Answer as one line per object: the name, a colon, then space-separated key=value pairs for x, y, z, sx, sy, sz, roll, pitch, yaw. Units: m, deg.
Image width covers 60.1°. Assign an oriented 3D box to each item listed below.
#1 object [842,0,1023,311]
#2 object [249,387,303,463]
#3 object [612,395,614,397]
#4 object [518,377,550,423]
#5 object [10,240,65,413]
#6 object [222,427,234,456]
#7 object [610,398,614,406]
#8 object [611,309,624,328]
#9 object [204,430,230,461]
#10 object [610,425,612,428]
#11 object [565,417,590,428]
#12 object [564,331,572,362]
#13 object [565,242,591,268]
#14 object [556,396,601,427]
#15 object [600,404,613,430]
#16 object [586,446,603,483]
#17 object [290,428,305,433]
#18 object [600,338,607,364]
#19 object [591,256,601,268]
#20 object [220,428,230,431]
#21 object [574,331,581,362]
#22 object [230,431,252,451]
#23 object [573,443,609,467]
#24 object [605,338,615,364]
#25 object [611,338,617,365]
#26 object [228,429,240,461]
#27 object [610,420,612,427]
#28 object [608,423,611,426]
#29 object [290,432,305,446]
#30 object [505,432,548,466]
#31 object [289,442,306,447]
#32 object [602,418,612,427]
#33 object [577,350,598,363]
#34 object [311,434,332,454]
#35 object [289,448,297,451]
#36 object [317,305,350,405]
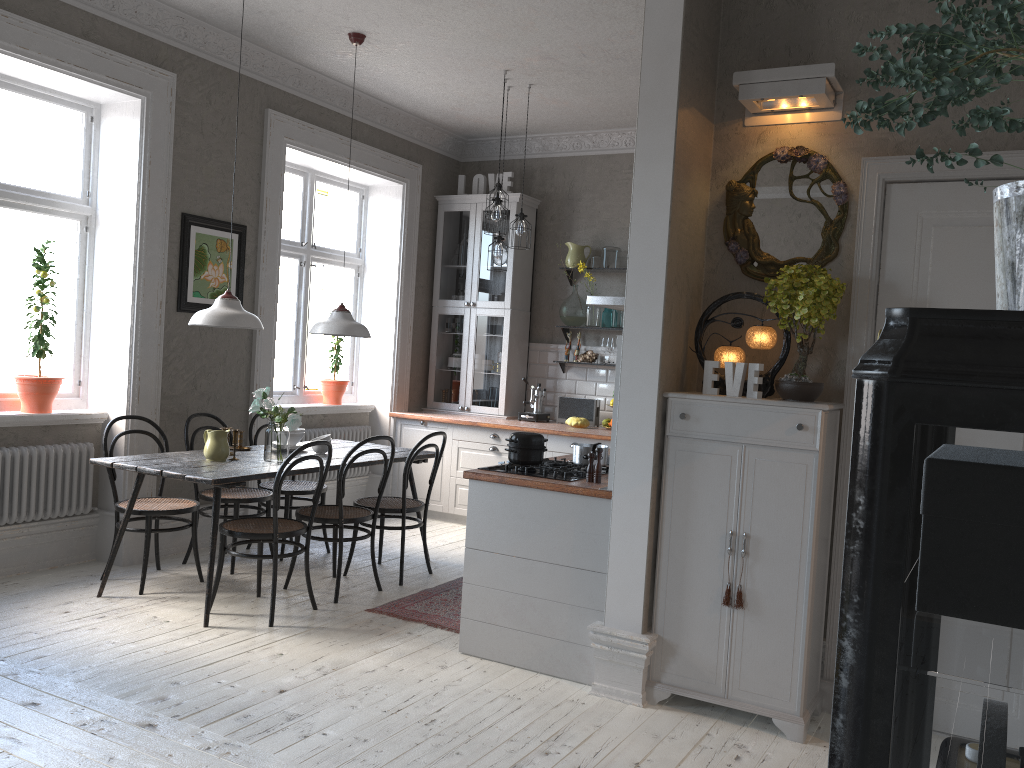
object: x=0.561 y=-0.303 z=0.866 sx=0.407 sy=0.506 sz=0.405 roll=2 pitch=3 yaw=-45
object: x=-1.302 y=0.225 z=4.906 sx=0.306 sy=0.414 sz=0.256 roll=5 pitch=2 yaw=27
object: x=0.896 y=0.106 z=7.054 sx=0.206 sy=0.101 sz=0.068 roll=5 pitch=2 yaw=35
object: x=0.172 y=0.129 z=7.416 sx=0.202 sy=0.370 sz=0.359 roll=5 pitch=2 yaw=29
object: x=-2.683 y=-0.332 z=5.040 sx=0.274 sy=0.991 sz=0.266 roll=3 pitch=2 yaw=-22
object: x=-1.634 y=0.321 z=5.070 sx=0.095 sy=0.172 sz=0.096 roll=4 pitch=2 yaw=10
object: x=0.817 y=0.144 z=7.046 sx=0.080 sy=0.069 sz=0.058 roll=2 pitch=2 yaw=-42
object: x=0.876 y=-0.556 z=7.252 sx=0.127 sy=0.206 sz=0.122 roll=2 pitch=2 yaw=-39
object: x=-1.619 y=0.330 z=4.841 sx=0.151 sy=0.170 sz=0.135 roll=3 pitch=2 yaw=-10
object: x=0.833 y=0.330 z=7.116 sx=0.069 sy=0.076 sz=0.231 roll=4 pitch=2 yaw=12
object: x=0.524 y=0.306 z=7.091 sx=0.193 sy=0.083 sz=0.192 roll=5 pitch=2 yaw=29
object: x=0.479 y=-0.321 z=7.550 sx=0.053 sy=0.264 sz=0.061 roll=4 pitch=2 yaw=0
object: x=0.544 y=-1.074 z=7.439 sx=0.187 sy=0.216 sz=0.177 roll=5 pitch=3 yaw=43
object: x=0.547 y=0.228 z=7.314 sx=0.345 sy=0.226 sz=0.089 roll=5 pitch=2 yaw=28
object: x=0.893 y=0.161 z=7.085 sx=0.348 sy=0.425 sz=0.355 roll=4 pitch=2 yaw=14
object: x=0.372 y=0.359 z=3.984 sx=0.071 sy=0.166 sz=0.036 roll=5 pitch=2 yaw=29
object: x=-1.374 y=0.322 z=5.469 sx=0.177 sy=0.094 sz=0.182 roll=4 pitch=2 yaw=20
object: x=0.775 y=-0.276 z=7.390 sx=0.081 sy=0.217 sz=0.082 roll=4 pitch=2 yaw=15
object: x=0.708 y=-1.010 z=7.417 sx=0.101 sy=0.111 sz=0.105 roll=5 pitch=2 yaw=29
object: x=-1.618 y=0.325 z=4.978 sx=0.063 sy=0.172 sz=0.061 roll=2 pitch=2 yaw=-40
object: x=0.562 y=-0.313 z=7.486 sx=0.062 sy=0.264 sz=0.052 roll=3 pitch=2 yaw=-25
object: x=-1.642 y=0.340 z=5.351 sx=0.138 sy=0.112 sz=0.140 roll=4 pitch=2 yaw=11
object: x=0.416 y=0.337 z=4.321 sx=0.178 sy=0.134 sz=0.298 roll=3 pitch=2 yaw=-26
object: x=0.805 y=-0.270 z=7.265 sx=0.081 sy=0.217 sz=0.082 roll=4 pitch=2 yaw=15
object: x=0.847 y=-0.270 z=7.345 sx=0.081 sy=0.217 sz=0.082 roll=4 pitch=2 yaw=15
object: x=-1.530 y=0.336 z=4.889 sx=0.058 sy=0.167 sz=0.060 roll=5 pitch=2 yaw=42
object: x=0.832 y=0.299 z=6.974 sx=0.113 sy=0.110 sz=0.111 roll=3 pitch=2 yaw=-4
object: x=0.812 y=0.320 z=7.109 sx=0.090 sy=0.057 sz=0.084 roll=3 pitch=2 yaw=-29
object: x=-1.375 y=0.342 z=5.470 sx=0.177 sy=0.094 sz=0.182 roll=4 pitch=2 yaw=20
object: x=0.069 y=0.310 z=4.244 sx=0.189 sy=0.147 sz=0.194 roll=4 pitch=2 yaw=9
object: x=-1.377 y=0.378 z=5.471 sx=0.242 sy=0.027 sz=0.232 roll=2 pitch=2 yaw=-38
object: x=0.796 y=0.314 z=7.160 sx=0.154 sy=0.072 sz=0.075 roll=2 pitch=2 yaw=-32
object: x=0.634 y=-0.231 z=7.419 sx=0.176 sy=0.111 sz=0.097 roll=4 pitch=2 yaw=6
object: x=-1.167 y=0.365 z=5.407 sx=0.122 sy=0.119 sz=0.130 roll=5 pitch=3 yaw=45
object: x=-1.378 y=0.396 z=5.472 sx=0.242 sy=0.027 sz=0.232 roll=2 pitch=3 yaw=-43
object: x=-1.446 y=-0.241 z=7.245 sx=0.265 sy=0.813 sz=0.255 roll=2 pitch=2 yaw=-34
